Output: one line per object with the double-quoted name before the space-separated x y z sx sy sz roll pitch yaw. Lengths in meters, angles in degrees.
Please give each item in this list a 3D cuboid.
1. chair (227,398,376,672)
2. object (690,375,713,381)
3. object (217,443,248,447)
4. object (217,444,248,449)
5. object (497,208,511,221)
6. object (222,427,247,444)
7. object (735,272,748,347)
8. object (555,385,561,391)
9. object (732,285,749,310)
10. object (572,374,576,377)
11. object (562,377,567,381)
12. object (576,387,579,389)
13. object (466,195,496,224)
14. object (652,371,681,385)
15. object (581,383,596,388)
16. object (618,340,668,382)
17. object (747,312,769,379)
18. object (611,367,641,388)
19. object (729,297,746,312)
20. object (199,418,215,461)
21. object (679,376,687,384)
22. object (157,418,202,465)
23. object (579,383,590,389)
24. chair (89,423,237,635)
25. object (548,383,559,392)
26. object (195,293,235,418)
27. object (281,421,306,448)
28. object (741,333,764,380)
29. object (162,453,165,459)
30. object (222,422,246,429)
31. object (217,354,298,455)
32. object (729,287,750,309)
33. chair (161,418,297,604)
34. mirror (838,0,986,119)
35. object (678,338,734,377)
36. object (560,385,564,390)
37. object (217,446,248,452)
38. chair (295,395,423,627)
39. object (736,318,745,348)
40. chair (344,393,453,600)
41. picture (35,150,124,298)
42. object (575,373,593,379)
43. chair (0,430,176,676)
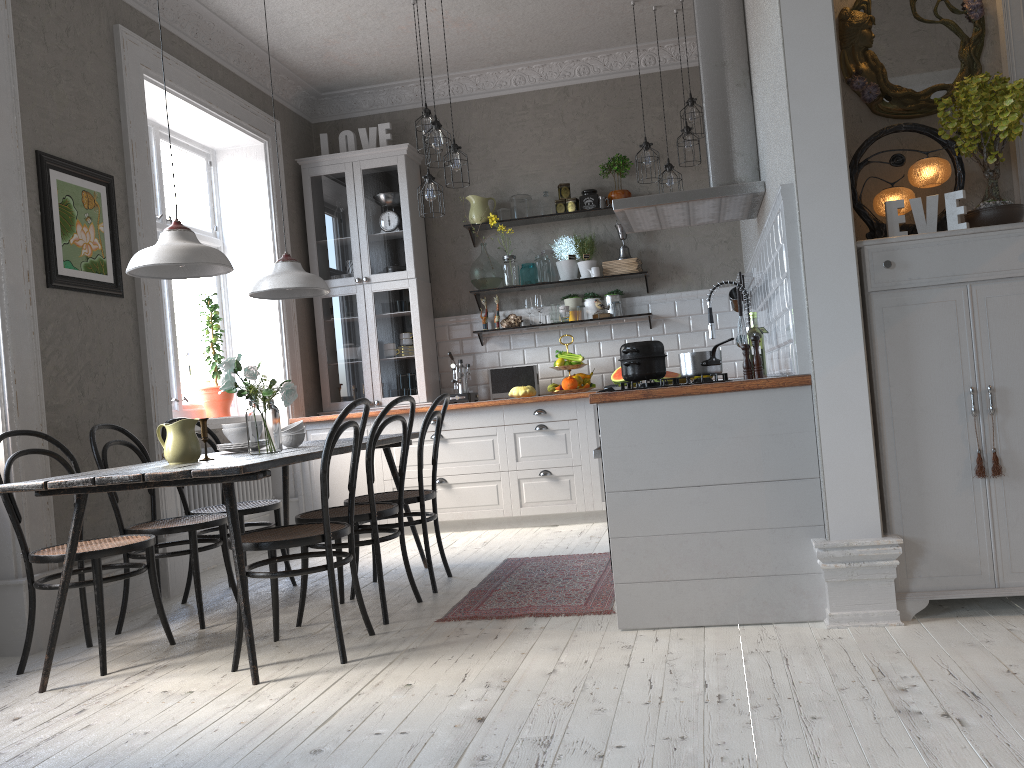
"chair" -0.767 0.533 3.269 0.546 0.920 0.440 -5 -1 8
"object" 1.291 -0.073 6.058 0.207 0.119 0.130 -5 -1 -26
"object" -1.237 0.282 4.093 0.233 0.027 0.242 -6 -1 34
"object" -1.237 0.290 4.093 0.241 0.027 0.234 -5 -1 -21
"object" -0.058 -1.246 6.589 0.102 0.111 0.104 -5 -1 11
"object" -1.241 0.246 4.093 0.179 0.094 0.180 -5 -1 2
"object" 1.274 -0.391 4.946 0.080 0.443 0.331 -5 -1 12
"object" 0.345 0.028 6.306 0.083 0.057 0.090 -6 -1 43
"object" 1.399 -0.530 5.431 0.107 0.161 0.138 -5 -1 13
"object" 0.448 -0.029 6.371 0.085 0.093 0.087 -5 -1 7
"object" 0.420 -0.015 6.383 0.077 0.076 0.157 -6 -1 37
"object" 0.440 0.033 6.253 0.070 0.065 0.070 -6 -1 32
"object" -0.230 -1.285 6.560 0.188 0.216 0.176 -5 -1 25
"object" 1.035 -0.055 5.976 0.225 0.127 0.148 -5 -1 -7
"object" 0.515 0.012 6.359 0.055 0.044 0.212 -5 -1 -41
"object" 0.501 -0.087 3.390 0.191 0.147 0.191 -5 -1 -9
"object" 1.046 -0.165 3.752 0.089 0.282 0.082 -5 -1 11
"object" 0.792 -0.055 6.070 0.231 0.174 0.222 -6 -1 33
"object" 1.426 -0.531 5.558 0.107 0.161 0.139 -5 -1 23
"object" -1.214 0.219 3.500 0.058 0.167 0.060 -5 -1 25
"object" 1.171 -0.038 6.130 0.203 0.073 0.118 -5 -1 -26
"object" -1.285 0.222 3.428 0.152 0.170 0.133 -5 -1 -28
"object" 0.507 0.021 6.236 0.069 0.051 0.088 -5 -1 -31
"chair" -1.556 0.614 3.992 0.546 0.920 0.440 -5 -1 8
"object" 0.314 0.028 6.348 0.075 0.072 0.155 -6 -1 40
"object" -1.937 -0.188 5.747 0.254 0.813 0.265 -6 -1 38
"object" -1.020 0.233 4.098 0.122 0.119 0.130 -5 -1 27
"object" 0.876 -0.101 3.239 0.072 0.167 0.036 -5 -1 10
"object" -1.459 0.274 3.899 0.140 0.112 0.139 -5 -1 -6
"object" -1.243 0.226 4.093 0.179 0.094 0.180 -5 -1 2
"object" -1.019 0.078 3.589 0.310 0.414 0.253 -5 -1 9
"object" 1.363 -0.529 5.307 0.106 0.161 0.139 -5 -1 28
"chair" -1.435 0.609 4.469 0.541 0.920 0.444 -5 -1 23
"mirror" 1.513 -1.306 3.344 0.529 0.593 0.071 -5 -1 10
"object" 0.812 -0.105 3.568 0.178 0.134 0.297 -4 -1 -44
"object" 0.364 0.036 6.318 0.070 0.076 0.228 -5 -1 -6
"object" -1.236 0.299 4.092 0.233 0.027 0.242 -6 -1 29
"chair" -0.657 0.530 3.796 0.542 0.920 0.443 -5 -1 18
"object" 1.497 -0.425 5.812 0.076 0.379 0.083 -5 -1 11
"chair" -0.536 0.526 4.270 0.546 0.920 0.440 -5 -1 8
"picture" -2.037 -0.738 4.204 0.020 0.619 0.525 -5 -1 12
"object" 0.513 -0.053 6.316 0.126 0.056 0.060 -5 -1 3
"chair" -1.671 0.617 3.444 0.542 0.920 0.443 -5 -1 18
